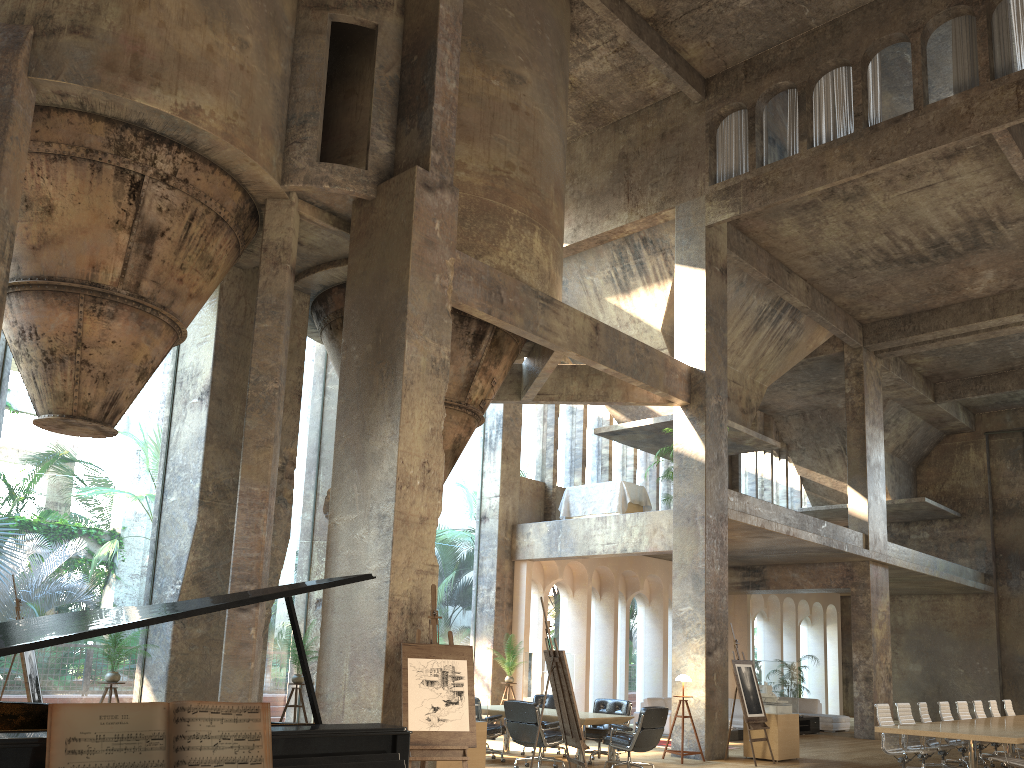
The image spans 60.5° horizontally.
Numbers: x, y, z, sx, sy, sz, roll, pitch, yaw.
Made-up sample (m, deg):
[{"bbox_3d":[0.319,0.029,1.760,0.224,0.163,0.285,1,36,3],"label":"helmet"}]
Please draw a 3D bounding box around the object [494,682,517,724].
[{"bbox_3d":[-0.082,5.986,16.141,0.658,0.947,0.586,1,-12,7],"label":"object"}]

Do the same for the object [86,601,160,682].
[{"bbox_3d":[-4.591,3.059,10.395,0.865,0.915,0.702,9,-14,-25],"label":"object"}]

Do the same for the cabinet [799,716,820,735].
[{"bbox_3d":[6.384,7.638,19.654,0.400,0.360,1.589,-10,-21,41],"label":"cabinet"}]

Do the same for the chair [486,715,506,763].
[{"bbox_3d":[-0.463,4.828,12.333,0.737,0.869,0.835,-10,-18,43],"label":"chair"}]

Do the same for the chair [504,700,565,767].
[{"bbox_3d":[0.357,4.628,11.582,0.833,0.869,0.740,13,-17,-39],"label":"chair"}]

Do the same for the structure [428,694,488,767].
[{"bbox_3d":[-0.805,3.945,9.734,0.751,0.988,0.748,-9,-17,42],"label":"structure"}]

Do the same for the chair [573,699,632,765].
[{"bbox_3d":[1.286,5.017,12.718,0.735,0.869,0.838,-7,-17,36],"label":"chair"}]

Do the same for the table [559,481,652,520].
[{"bbox_3d":[1.816,2.401,17.280,1.770,0.780,1.134,-13,-21,42],"label":"table"}]

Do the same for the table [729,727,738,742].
[{"bbox_3d":[3.995,6.903,17.386,0.870,0.240,0.376,-13,-22,42],"label":"table"}]

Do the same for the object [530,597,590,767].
[{"bbox_3d":[0.500,3.407,9.589,0.687,2.091,0.717,5,-11,-15],"label":"object"}]

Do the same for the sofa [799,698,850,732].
[{"bbox_3d":[7.088,8.086,21.583,2.091,0.702,1.090,-13,-21,41],"label":"sofa"}]

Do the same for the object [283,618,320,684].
[{"bbox_3d":[-2.910,3.672,12.153,0.699,0.915,0.869,14,-18,-43],"label":"object"}]

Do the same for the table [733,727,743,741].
[{"bbox_3d":[4.244,7.017,17.649,0.799,0.197,1.129,-13,-23,41],"label":"table"}]

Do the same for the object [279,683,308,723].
[{"bbox_3d":[-3.008,4.630,12.151,0.659,0.947,0.585,5,-12,-10],"label":"object"}]

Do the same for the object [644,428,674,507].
[{"bbox_3d":[3.211,1.545,15.992,1.376,1.762,1.420,13,-17,-40],"label":"object"}]

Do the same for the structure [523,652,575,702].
[{"bbox_3d":[0.672,5.725,16.145,0.600,1.507,0.755,-8,-15,42],"label":"structure"}]

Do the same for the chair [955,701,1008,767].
[{"bbox_3d":[7.516,5.617,14.067,0.674,0.999,0.709,12,-16,-37],"label":"chair"}]

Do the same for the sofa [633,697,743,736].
[{"bbox_3d":[4.242,7.032,18.556,2.088,0.703,2.979,-13,-22,41],"label":"sofa"}]

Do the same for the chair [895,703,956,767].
[{"bbox_3d":[5.708,4.948,12.144,0.674,0.999,0.709,12,-16,-37],"label":"chair"}]

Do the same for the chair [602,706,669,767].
[{"bbox_3d":[1.563,4.645,11.483,0.828,0.869,0.744,-9,-17,38],"label":"chair"}]

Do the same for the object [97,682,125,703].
[{"bbox_3d":[-4.653,3.986,10.288,0.663,0.947,0.582,-7,-15,36],"label":"object"}]

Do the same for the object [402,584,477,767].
[{"bbox_3d":[-0.702,2.914,8.158,0.705,2.091,0.698,6,-12,-20],"label":"object"}]

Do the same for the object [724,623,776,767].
[{"bbox_3d":[3.599,4.762,13.557,0.690,2.091,0.713,-7,-15,41],"label":"object"}]

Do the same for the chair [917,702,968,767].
[{"bbox_3d":[6.282,5.164,12.767,0.706,0.999,0.677,-9,-17,41],"label":"chair"}]

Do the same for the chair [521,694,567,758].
[{"bbox_3d":[0.522,5.191,13.376,0.730,0.869,0.844,-2,-14,16],"label":"chair"}]

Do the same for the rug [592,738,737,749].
[{"bbox_3d":[2.731,6.542,16.012,2.492,0.009,1.369,-14,-23,41],"label":"rug"}]

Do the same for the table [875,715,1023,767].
[{"bbox_3d":[7.739,5.495,13.219,1.619,0.739,7.848,-12,-22,40],"label":"table"}]

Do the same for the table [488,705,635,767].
[{"bbox_3d":[0.426,5.018,12.520,2.438,0.681,1.123,-13,-22,41],"label":"table"}]

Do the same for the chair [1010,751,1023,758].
[{"bbox_3d":[6.785,4.715,11.254,0.676,0.999,0.707,14,-17,-42],"label":"chair"}]

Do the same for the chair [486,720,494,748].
[{"bbox_3d":[-0.663,5.195,13.540,0.827,0.869,0.744,-8,-17,36],"label":"chair"}]

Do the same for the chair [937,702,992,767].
[{"bbox_3d":[6.918,5.397,13.435,0.675,0.999,0.708,13,-16,-40],"label":"chair"}]

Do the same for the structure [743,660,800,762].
[{"bbox_3d":[4.177,5.250,14.167,0.600,1.507,0.755,-8,-15,42],"label":"structure"}]

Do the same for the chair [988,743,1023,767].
[{"bbox_3d":[4.096,5.008,12.523,13.101,1.005,32.048,-13,-23,40],"label":"chair"}]

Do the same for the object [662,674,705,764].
[{"bbox_3d":[2.526,5.078,13.385,0.576,1.263,0.669,-8,-16,42],"label":"object"}]

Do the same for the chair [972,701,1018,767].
[{"bbox_3d":[8.123,5.843,14.716,0.675,0.999,0.708,13,-16,-40],"label":"chair"}]

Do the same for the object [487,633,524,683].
[{"bbox_3d":[-0.095,5.085,16.342,0.692,0.915,0.878,-6,-16,33],"label":"object"}]

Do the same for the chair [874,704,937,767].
[{"bbox_3d":[5.149,4.725,11.498,0.675,0.999,0.708,13,-16,-40],"label":"chair"}]

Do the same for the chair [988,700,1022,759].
[{"bbox_3d":[8.743,6.073,15.379,0.676,0.999,0.707,14,-17,-42],"label":"chair"}]

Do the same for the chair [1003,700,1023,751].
[{"bbox_3d":[9.388,6.311,16.060,0.675,0.999,0.708,13,-16,-40],"label":"chair"}]

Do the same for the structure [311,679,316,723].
[{"bbox_3d":[-2.427,4.888,12.977,0.743,0.988,0.756,-9,-17,42],"label":"structure"}]

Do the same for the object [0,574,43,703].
[{"bbox_3d":[-5.191,3.107,9.353,0.687,2.091,0.716,6,-11,-18],"label":"object"}]

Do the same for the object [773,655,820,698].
[{"bbox_3d":[7.398,8.054,23.245,1.376,1.765,1.420,13,-17,-40],"label":"object"}]
